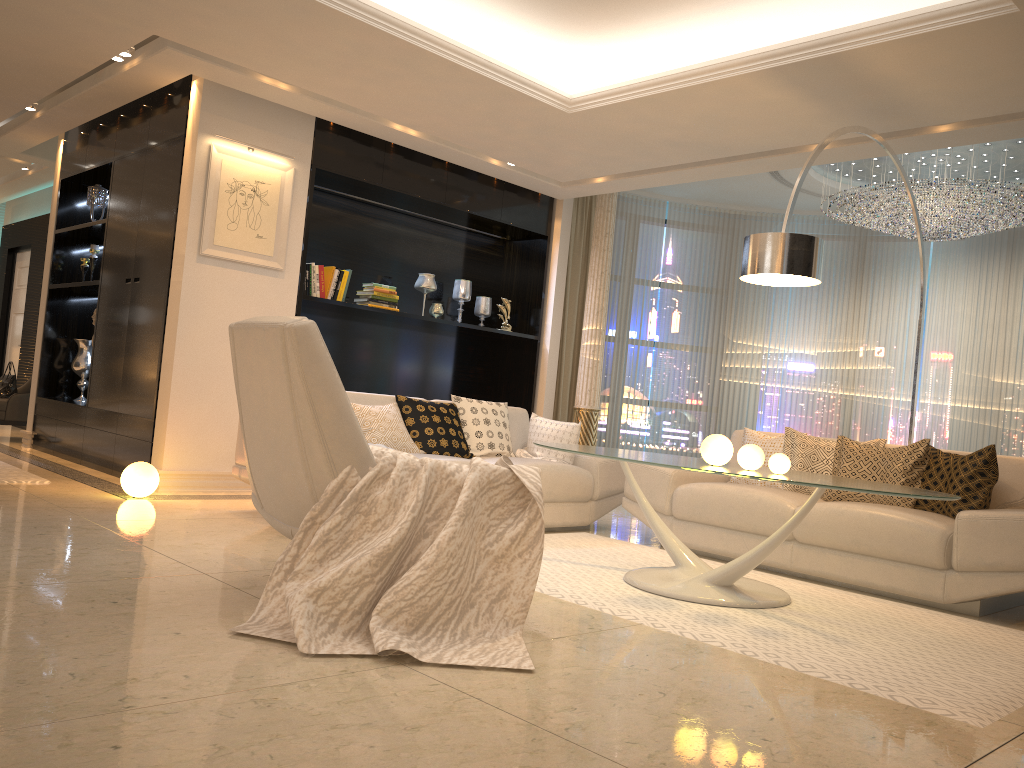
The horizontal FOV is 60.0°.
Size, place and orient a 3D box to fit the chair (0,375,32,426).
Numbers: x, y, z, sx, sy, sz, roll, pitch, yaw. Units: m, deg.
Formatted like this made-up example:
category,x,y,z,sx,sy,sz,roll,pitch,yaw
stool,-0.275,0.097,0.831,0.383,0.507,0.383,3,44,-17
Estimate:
category,x,y,z,sx,sy,sz,roll,pitch,yaw
chair,-4.518,0.074,8.273,0.702,0.898,0.625,7,-2,-43

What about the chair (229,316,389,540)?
category,x,y,z,sx,sy,sz,roll,pitch,yaw
chair,-0.563,0.295,3.303,0.983,0.991,1.027,7,-2,-45

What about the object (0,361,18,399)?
category,x,y,z,sx,sy,sz,roll,pitch,yaw
object,-4.650,-0.040,8.155,0.366,0.345,0.168,4,-2,45

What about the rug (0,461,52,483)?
category,x,y,z,sx,sy,sz,roll,pitch,yaw
rug,-5.156,0.423,6.826,1.526,0.015,5.025,7,-2,-44

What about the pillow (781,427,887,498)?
category,x,y,z,sx,sy,sz,roll,pitch,yaw
pillow,1.871,0.491,5.210,0.587,0.429,0.288,5,-1,21

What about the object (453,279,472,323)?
category,x,y,z,sx,sy,sz,roll,pitch,yaw
object,-0.450,-0.699,7.825,0.156,0.426,0.156,7,-2,-39

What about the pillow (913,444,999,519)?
category,x,y,z,sx,sy,sz,roll,pitch,yaw
pillow,2.301,0.514,4.625,0.301,0.436,0.575,6,-1,-13

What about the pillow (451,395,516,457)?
category,x,y,z,sx,sy,sz,roll,pitch,yaw
pillow,-0.159,0.294,5.897,0.526,0.399,0.255,7,-2,-44

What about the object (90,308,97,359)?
category,x,y,z,sx,sy,sz,roll,pitch,yaw
object,-3.297,-0.224,7.161,0.221,0.794,0.308,6,-1,-17

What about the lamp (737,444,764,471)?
category,x,y,z,sx,sy,sz,roll,pitch,yaw
lamp,1.041,0.319,3.866,0.115,0.115,0.115,6,-1,-19

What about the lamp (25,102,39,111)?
category,x,y,z,sx,sy,sz,roll,pitch,yaw
lamp,-3.697,-2.167,6.815,0.107,0.127,0.107,5,-2,27

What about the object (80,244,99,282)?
category,x,y,z,sx,sy,sz,roll,pitch,yaw
object,-3.546,-0.990,7.431,0.176,0.361,0.079,5,-2,27

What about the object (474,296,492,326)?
category,x,y,z,sx,sy,sz,roll,pitch,yaw
object,-0.266,-0.622,7.998,0.147,0.317,0.147,7,-2,-42

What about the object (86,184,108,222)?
category,x,y,z,sx,sy,sz,roll,pitch,yaw
object,-3.380,-1.449,7.210,0.155,0.347,0.155,5,-1,26

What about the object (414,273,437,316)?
category,x,y,z,sx,sy,sz,roll,pitch,yaw
object,-0.730,-0.727,7.411,0.181,0.381,0.181,4,-2,40

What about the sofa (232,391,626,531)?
category,x,y,z,sx,sy,sz,roll,pitch,yaw
sofa,-0.401,0.484,5.552,2.328,0.754,1.145,7,-2,-44

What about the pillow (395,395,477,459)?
category,x,y,z,sx,sy,sz,roll,pitch,yaw
pillow,-0.457,0.271,5.548,0.524,0.355,0.323,7,-2,-44

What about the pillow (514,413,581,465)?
category,x,y,z,sx,sy,sz,roll,pitch,yaw
pillow,0.222,0.359,5.915,0.281,0.325,0.521,6,-2,-34

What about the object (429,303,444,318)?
category,x,y,z,sx,sy,sz,roll,pitch,yaw
object,-0.640,-0.602,7.491,0.119,0.154,0.119,6,-2,-34

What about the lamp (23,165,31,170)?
category,x,y,z,sx,sy,sz,roll,pitch,yaw
lamp,-4.939,-2.237,8.990,0.107,0.127,0.107,5,-2,27

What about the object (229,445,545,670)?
category,x,y,z,sx,sy,sz,roll,pitch,yaw
object,-0.400,0.507,3.187,0.972,0.580,1.347,6,-1,-7

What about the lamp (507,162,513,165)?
category,x,y,z,sx,sy,sz,roll,pitch,yaw
lamp,0.008,-1.790,6.988,0.107,0.127,0.107,5,-2,27

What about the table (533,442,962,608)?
category,x,y,z,sx,sy,sz,roll,pitch,yaw
table,0.905,0.653,4.093,2.140,0.565,0.999,4,-2,45

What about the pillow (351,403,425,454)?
category,x,y,z,sx,sy,sz,roll,pitch,yaw
pillow,-0.780,0.267,5.221,0.521,0.329,0.351,7,-2,-44

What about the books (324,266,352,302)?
category,x,y,z,sx,sy,sz,roll,pitch,yaw
books,-1.359,-0.745,6.691,0.210,0.261,0.212,7,-2,-44

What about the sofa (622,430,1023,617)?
category,x,y,z,sx,sy,sz,roll,pitch,yaw
sofa,1.884,0.694,5.049,1.145,0.754,2.328,7,-2,-44

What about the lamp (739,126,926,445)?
category,x,y,z,sx,sy,sz,roll,pitch,yaw
lamp,1.892,-0.194,4.991,2.009,2.519,0.393,7,-2,-44

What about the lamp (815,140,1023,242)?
category,x,y,z,sx,sy,sz,roll,pitch,yaw
lamp,3.530,-1.535,7.350,2.109,0.685,2.109,6,-1,1

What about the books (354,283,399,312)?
category,x,y,z,sx,sy,sz,roll,pitch,yaw
books,-1.062,-0.678,7.016,0.296,0.197,0.260,7,-2,-41

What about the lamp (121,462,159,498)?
category,x,y,z,sx,sy,sz,roll,pitch,yaw
lamp,-2.221,0.571,5.296,0.213,0.214,0.212,6,-1,-5

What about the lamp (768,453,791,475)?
category,x,y,z,sx,sy,sz,roll,pitch,yaw
lamp,1.136,0.339,3.767,0.090,0.091,0.090,5,-1,6

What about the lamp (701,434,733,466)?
category,x,y,z,sx,sy,sz,roll,pitch,yaw
lamp,0.922,0.297,3.991,0.143,0.143,0.143,5,-2,30

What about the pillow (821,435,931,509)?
category,x,y,z,sx,sy,sz,roll,pitch,yaw
pillow,2.040,0.496,4.931,0.301,0.436,0.575,7,-2,-38

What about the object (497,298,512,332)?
category,x,y,z,sx,sy,sz,roll,pitch,yaw
object,-0.064,-0.608,7.851,0.116,0.293,0.182,4,-2,43

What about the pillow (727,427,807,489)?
category,x,y,z,sx,sy,sz,roll,pitch,yaw
pillow,1.574,0.470,5.476,0.222,0.380,0.463,7,-2,-40

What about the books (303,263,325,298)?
category,x,y,z,sx,sy,sz,roll,pitch,yaw
books,-1.521,-0.768,6.527,0.240,0.270,0.208,7,-2,-44

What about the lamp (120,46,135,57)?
category,x,y,z,sx,sy,sz,roll,pitch,yaw
lamp,-2.362,-2.070,5.424,0.107,0.127,0.107,5,-2,27

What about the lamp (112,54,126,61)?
category,x,y,z,sx,sy,sz,roll,pitch,yaw
lamp,-2.451,-2.076,5.517,0.107,0.127,0.107,5,-2,27

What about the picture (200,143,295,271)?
category,x,y,z,sx,sy,sz,roll,pitch,yaw
picture,-1.766,-1.174,5.944,0.610,0.729,0.027,7,-2,-44

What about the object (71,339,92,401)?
category,x,y,z,sx,sy,sz,roll,pitch,yaw
object,-3.663,-0.115,7.603,0.221,0.522,0.221,7,-2,-39

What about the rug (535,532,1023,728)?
category,x,y,z,sx,sy,sz,roll,pitch,yaw
rug,0.887,0.948,4.061,1.661,0.020,2.900,7,-2,-44

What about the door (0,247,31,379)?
category,x,y,z,sx,sy,sz,roll,pitch,yaw
door,-5.687,-0.565,10.204,0.089,2.034,0.919,7,-2,-44
